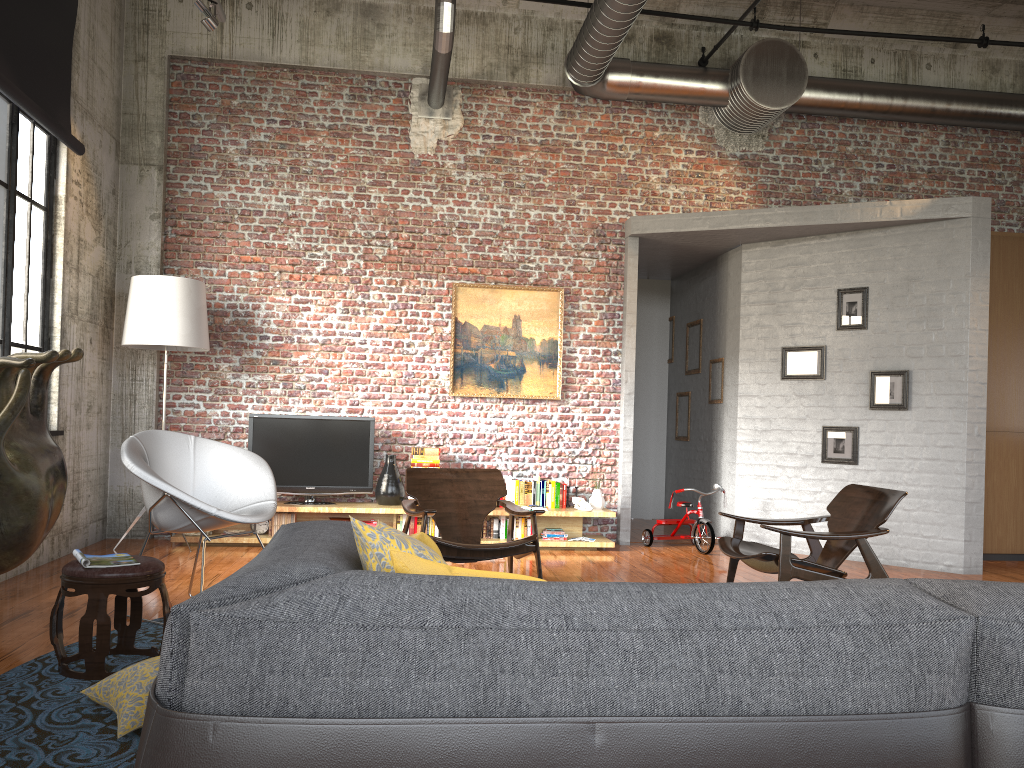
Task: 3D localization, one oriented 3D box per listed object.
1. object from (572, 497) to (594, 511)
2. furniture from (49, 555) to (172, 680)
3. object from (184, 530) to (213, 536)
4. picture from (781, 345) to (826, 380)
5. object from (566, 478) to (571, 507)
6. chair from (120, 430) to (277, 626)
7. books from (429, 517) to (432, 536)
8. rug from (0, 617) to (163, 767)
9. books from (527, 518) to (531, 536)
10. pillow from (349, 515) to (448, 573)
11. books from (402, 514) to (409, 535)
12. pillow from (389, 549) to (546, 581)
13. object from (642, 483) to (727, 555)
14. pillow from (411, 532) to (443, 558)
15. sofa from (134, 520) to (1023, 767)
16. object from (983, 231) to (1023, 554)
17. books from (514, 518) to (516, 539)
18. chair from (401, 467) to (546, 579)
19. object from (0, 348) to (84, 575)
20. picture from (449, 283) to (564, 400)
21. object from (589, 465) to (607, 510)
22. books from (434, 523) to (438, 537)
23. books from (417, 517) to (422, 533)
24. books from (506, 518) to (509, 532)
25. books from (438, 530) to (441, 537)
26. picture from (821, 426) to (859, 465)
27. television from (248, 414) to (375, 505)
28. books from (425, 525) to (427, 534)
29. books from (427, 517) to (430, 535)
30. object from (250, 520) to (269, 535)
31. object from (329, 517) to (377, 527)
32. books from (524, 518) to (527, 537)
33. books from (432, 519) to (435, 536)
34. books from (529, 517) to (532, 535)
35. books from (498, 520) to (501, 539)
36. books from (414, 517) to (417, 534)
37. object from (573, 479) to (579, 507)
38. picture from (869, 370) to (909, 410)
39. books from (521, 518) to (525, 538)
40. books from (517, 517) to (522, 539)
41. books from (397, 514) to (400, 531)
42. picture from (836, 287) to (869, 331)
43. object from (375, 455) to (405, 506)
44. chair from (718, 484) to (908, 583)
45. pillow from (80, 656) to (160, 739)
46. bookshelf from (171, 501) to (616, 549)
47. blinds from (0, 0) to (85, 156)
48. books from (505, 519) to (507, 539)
[{"bbox_3d":[0.648,1.102,8.115,0.251,0.123,0.123,0,-2,38],"label":"object"},{"bbox_3d":[-1.771,1.016,3.933,0.432,0.477,0.432,1,-2,38],"label":"furniture"},{"bbox_3d":[-2.710,1.243,7.657,0.273,0.133,0.183,2,-2,1],"label":"object"},{"bbox_3d":[2.699,-0.194,8.229,0.426,0.316,0.015,0,-2,43],"label":"picture"},{"bbox_3d":[0.532,1.031,8.417,0.057,0.272,0.057,1,-1,42],"label":"object"},{"bbox_3d":[-1.759,0.786,5.039,0.806,1.030,1.058,1,-2,32],"label":"chair"},{"bbox_3d":[-0.734,1.286,7.983,0.023,0.193,0.140,2,-1,-7],"label":"books"},{"bbox_3d":[0.252,1.314,3.851,4.845,0.009,4.851,0,-3,39],"label":"rug"},{"bbox_3d":[0.143,1.323,8.121,0.034,0.181,0.132,2,-1,-7],"label":"books"},{"bbox_3d":[-0.236,0.515,2.111,0.260,0.446,0.537,2,-2,0],"label":"pillow"},{"bbox_3d":[-0.955,1.252,7.966,0.057,0.246,0.171,2,-1,-7],"label":"books"},{"bbox_3d":[-0.089,0.528,1.897,0.405,0.371,0.229,2,-1,2],"label":"pillow"},{"bbox_3d":[7.283,1.266,5.038,20.833,0.657,8.775,2,-2,-8],"label":"object"},{"bbox_3d":[-0.249,0.547,2.440,0.168,0.318,0.434,2,-2,-33],"label":"pillow"},{"bbox_3d":[0.762,0.835,2.174,3.004,0.860,1.363,2,-2,-6],"label":"sofa"},{"bbox_3d":[4.569,0.136,8.584,0.911,3.044,0.860,2,-1,-7],"label":"object"},{"bbox_3d":[0.004,1.315,8.096,0.043,0.186,0.129,2,-1,-7],"label":"books"},{"bbox_3d":[-0.304,0.994,6.022,0.875,0.793,1.043,2,-2,-17],"label":"chair"},{"bbox_3d":[-2.699,0.422,4.822,0.456,1.295,0.728,2,-1,4],"label":"object"},{"bbox_3d":[-0.047,-0.400,8.413,1.064,1.064,0.040,2,-1,-8],"label":"picture"},{"bbox_3d":[0.796,0.945,8.245,0.197,0.445,0.234,2,-1,-20],"label":"object"},{"bbox_3d":[-0.684,1.285,7.999,0.032,0.200,0.146,2,-1,-7],"label":"books"},{"bbox_3d":[-0.836,1.275,7.973,0.039,0.208,0.151,2,-1,-7],"label":"books"},{"bbox_3d":[-0.037,1.317,8.108,0.034,0.181,0.132,2,-1,-7],"label":"books"},{"bbox_3d":[-0.654,1.277,8.016,0.030,0.220,0.159,2,-1,-7],"label":"books"},{"bbox_3d":[2.951,0.550,7.984,0.330,0.340,0.015,0,-1,43],"label":"picture"},{"bbox_3d":[-1.800,0.678,7.935,1.090,0.792,0.286,2,-1,-21],"label":"television"},{"bbox_3d":[-0.792,1.274,7.982,0.049,0.213,0.148,2,-1,-7],"label":"books"},{"bbox_3d":[-0.757,1.273,7.988,0.022,0.217,0.139,2,-1,-7],"label":"books"},{"bbox_3d":[-2.219,1.247,7.819,0.169,0.172,0.068,2,-1,-6],"label":"object"},{"bbox_3d":[-1.496,1.264,7.821,0.600,0.174,0.244,2,-2,-16],"label":"object"},{"bbox_3d":[0.115,1.316,8.112,0.026,0.191,0.138,2,-1,-7],"label":"books"},{"bbox_3d":[-0.711,1.287,7.988,0.023,0.193,0.140,2,-1,-7],"label":"books"},{"bbox_3d":[0.170,1.319,8.119,0.019,0.189,0.120,2,-1,-7],"label":"books"},{"bbox_3d":[-0.121,1.319,8.082,0.020,0.168,0.121,2,-1,-7],"label":"books"},{"bbox_3d":[-0.868,1.281,7.974,0.023,0.193,0.140,2,-1,-7],"label":"books"},{"bbox_3d":[0.612,1.033,8.413,0.057,0.272,0.057,1,-1,42],"label":"object"},{"bbox_3d":[3.271,0.053,7.695,0.330,0.340,0.015,0,-1,43],"label":"picture"},{"bbox_3d":[0.091,1.315,8.106,0.026,0.191,0.138,2,-1,-7],"label":"books"},{"bbox_3d":[0.065,1.315,8.106,0.026,0.191,0.138,2,-1,-7],"label":"books"},{"bbox_3d":[-1.017,1.264,7.945,0.022,0.217,0.139,2,-1,-7],"label":"books"},{"bbox_3d":[3.050,-0.672,7.948,0.278,0.381,0.015,1,-1,41],"label":"picture"},{"bbox_3d":[-1.110,0.873,8.084,0.268,0.455,0.268,1,-1,23],"label":"object"},{"bbox_3d":[1.877,1.042,5.615,1.043,0.793,0.875,2,-2,-6],"label":"chair"},{"bbox_3d":[-1.305,1.150,3.317,0.481,0.247,0.503,4,-3,-41],"label":"pillow"},{"bbox_3d":[-1.010,1.279,8.009,3.845,0.359,0.548,2,-2,-8],"label":"bookshelf"},{"bbox_3d":[-3.079,-2.490,5.437,0.150,1.463,2.445,2,-2,-7],"label":"blinds"},{"bbox_3d":[-0.061,1.321,8.091,0.020,0.168,0.121,2,-1,-7],"label":"books"}]
